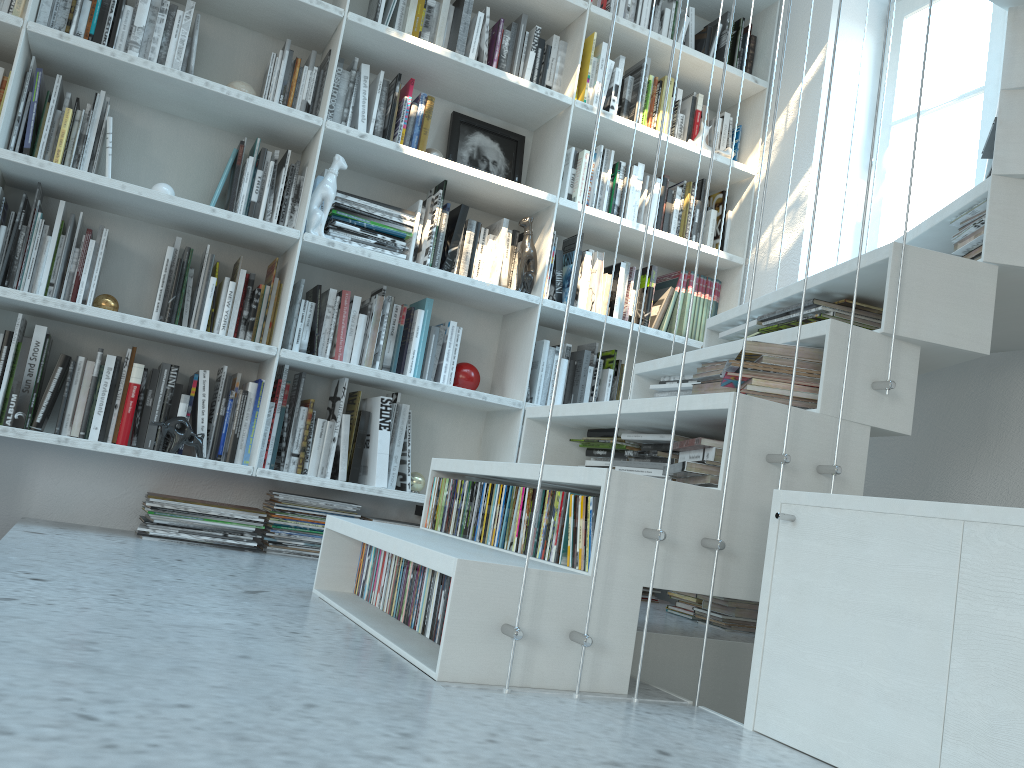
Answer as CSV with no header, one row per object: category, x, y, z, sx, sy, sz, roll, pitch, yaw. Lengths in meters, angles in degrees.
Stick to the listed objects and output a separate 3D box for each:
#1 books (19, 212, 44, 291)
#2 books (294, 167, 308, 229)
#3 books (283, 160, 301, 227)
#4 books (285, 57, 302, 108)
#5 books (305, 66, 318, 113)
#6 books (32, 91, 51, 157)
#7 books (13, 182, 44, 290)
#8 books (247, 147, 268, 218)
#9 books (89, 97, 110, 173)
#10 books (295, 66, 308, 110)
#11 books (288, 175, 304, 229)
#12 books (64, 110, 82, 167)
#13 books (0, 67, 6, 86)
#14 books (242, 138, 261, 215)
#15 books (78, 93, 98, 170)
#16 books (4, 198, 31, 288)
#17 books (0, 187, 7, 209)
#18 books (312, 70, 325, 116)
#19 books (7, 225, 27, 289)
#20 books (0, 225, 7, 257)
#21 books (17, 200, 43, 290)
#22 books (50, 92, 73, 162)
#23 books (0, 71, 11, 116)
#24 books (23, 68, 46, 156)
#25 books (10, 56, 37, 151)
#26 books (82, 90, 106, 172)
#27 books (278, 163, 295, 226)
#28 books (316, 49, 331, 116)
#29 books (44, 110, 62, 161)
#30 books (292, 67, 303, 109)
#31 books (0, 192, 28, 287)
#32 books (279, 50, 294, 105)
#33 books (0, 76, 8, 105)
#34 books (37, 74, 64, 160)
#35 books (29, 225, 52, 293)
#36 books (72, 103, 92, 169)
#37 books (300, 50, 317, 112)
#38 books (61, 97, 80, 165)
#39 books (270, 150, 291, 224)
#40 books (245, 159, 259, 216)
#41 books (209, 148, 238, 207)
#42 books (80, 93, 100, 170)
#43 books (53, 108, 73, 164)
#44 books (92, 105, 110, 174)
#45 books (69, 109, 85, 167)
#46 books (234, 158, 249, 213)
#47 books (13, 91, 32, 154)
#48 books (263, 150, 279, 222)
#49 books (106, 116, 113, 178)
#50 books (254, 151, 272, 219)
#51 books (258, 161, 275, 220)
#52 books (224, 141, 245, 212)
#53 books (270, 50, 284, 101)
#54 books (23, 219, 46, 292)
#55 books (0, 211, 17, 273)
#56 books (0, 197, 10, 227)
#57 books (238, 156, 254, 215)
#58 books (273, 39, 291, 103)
books,-1.404,-0.365,2.594,0.013,0.248,0.165,13,-8,-24
books,-0.713,-0.579,2.927,0.010,0.245,0.158,13,-8,-24
books,-0.739,-0.589,2.908,0.011,0.252,0.169,13,-8,-24
books,-0.745,-0.949,2.946,0.016,0.227,0.160,13,-8,-24
books,-0.690,-0.927,2.951,0.013,0.204,0.174,13,-8,-24
books,-1.400,-0.732,2.634,0.007,0.244,0.145,13,-8,-24
books,-1.425,-0.414,2.611,0.007,0.341,0.149,13,-8,-24
books,-0.840,-0.616,2.873,0.018,0.263,0.165,13,-8,-24
books,-1.275,-0.727,2.728,0.011,0.300,0.088,13,-8,-24
books,-0.720,-0.931,2.949,0.013,0.201,0.173,13,-8,-24
books,-0.734,-0.565,2.927,0.023,0.212,0.164,13,-8,-24
books,-1.318,-0.697,2.659,0.014,0.209,0.156,13,-8,-24
books,-1.513,-0.770,2.570,0.032,0.266,0.143,13,-8,-24
books,-0.863,-0.636,2.878,0.013,0.295,0.154,13,-8,-24
books,-1.281,-0.720,2.672,0.006,0.269,0.178,13,-8,-24
books,-1.440,-0.389,2.584,0.006,0.281,0.155,13,-8,-24
books,-1.513,-0.412,2.569,0.014,0.298,0.148,13,-8,-24
books,-0.670,-0.922,2.965,0.012,0.206,0.169,13,-8,-24
books,-1.441,-0.349,2.590,0.013,0.204,0.154,13,-8,-24
books,-1.486,-0.351,2.568,0.015,0.188,0.168,13,-8,-24
books,-1.408,-0.384,2.591,0.005,0.283,0.159,13,-8,-24
books,-1.351,-0.727,2.650,0.013,0.255,0.144,13,-8,-24
books,-1.484,-0.763,2.597,0.033,0.268,0.142,13,-8,-24
books,-1.407,-0.758,2.611,0.035,0.287,0.191,13,-8,-24
books,-1.430,-0.780,2.596,0.006,0.318,0.164,13,-8,-24
books,-1.269,-0.725,2.684,0.013,0.287,0.159,13,-8,-24
books,-0.758,-0.587,2.918,0.013,0.244,0.158,13,-8,-24
books,-0.653,-0.956,2.967,0.005,0.277,0.182,13,-8,-24
books,-1.366,-0.699,2.636,0.014,0.192,0.147,13,-8,-24
books,-0.736,-0.935,2.955,0.012,0.206,0.137,13,-8,-24
books,-1.450,-0.398,2.581,0.018,0.294,0.177,13,-8,-24
books,-0.768,-0.962,2.934,0.016,0.243,0.151,13,-8,-24
books,-1.504,-0.756,2.590,0.019,0.247,0.149,13,-8,-24
books,-1.361,-0.746,2.614,0.013,0.278,0.192,13,-8,-24
books,-1.386,-0.345,2.604,0.013,0.218,0.161,13,-8,-24
books,-1.297,-0.709,2.674,0.017,0.242,0.132,13,-8,-24
books,-0.699,-0.955,2.949,0.016,0.256,0.176,13,-8,-24
books,-1.325,-0.715,2.657,0.008,0.242,0.169,13,-8,-24
books,-0.770,-0.607,2.890,0.012,0.273,0.184,13,-8,-24
books,-0.860,-0.601,2.879,0.007,0.229,0.146,13,-8,-24
books,-0.938,-0.624,2.839,0.056,0.241,0.153,13,-8,-24
books,-1.278,-0.720,2.680,0.006,0.273,0.167,13,-8,-24
books,-1.329,-0.695,2.625,0.017,0.191,0.191,13,-8,-24
books,-1.255,-0.704,2.698,0.007,0.253,0.161,13,-8,-24
books,-1.305,-0.696,2.656,0.007,0.211,0.158,13,-8,-24
books,-0.883,-0.599,2.849,0.006,0.209,0.188,13,-8,-24
books,-1.435,-0.729,2.607,0.015,0.220,0.155,13,-8,-24
books,-0.799,-0.611,2.901,0.032,0.274,0.154,13,-8,-24
books,-1.221,-0.677,2.683,0.051,0.210,0.176,13,-8,-24
books,-0.825,-0.611,2.880,0.015,0.259,0.152,13,-8,-24
books,-0.813,-0.591,2.876,0.012,0.224,0.178,13,-8,-24
books,-0.900,-0.630,2.850,0.021,0.264,0.174,13,-8,-24
books,-0.795,-0.962,2.922,0.012,0.232,0.154,13,-8,-24
books,-1.391,-0.352,2.588,0.011,0.226,0.188,13,-8,-24
books,-1.474,-0.373,2.585,0.011,0.239,0.136,13,-8,-24
books,-1.486,-0.392,2.559,0.010,0.266,0.158,13,-8,-24
books,-0.874,-0.602,2.854,0.013,0.219,0.187,13,-8,-24
books,-0.775,-0.977,2.919,0.015,0.267,0.164,13,-8,-24
